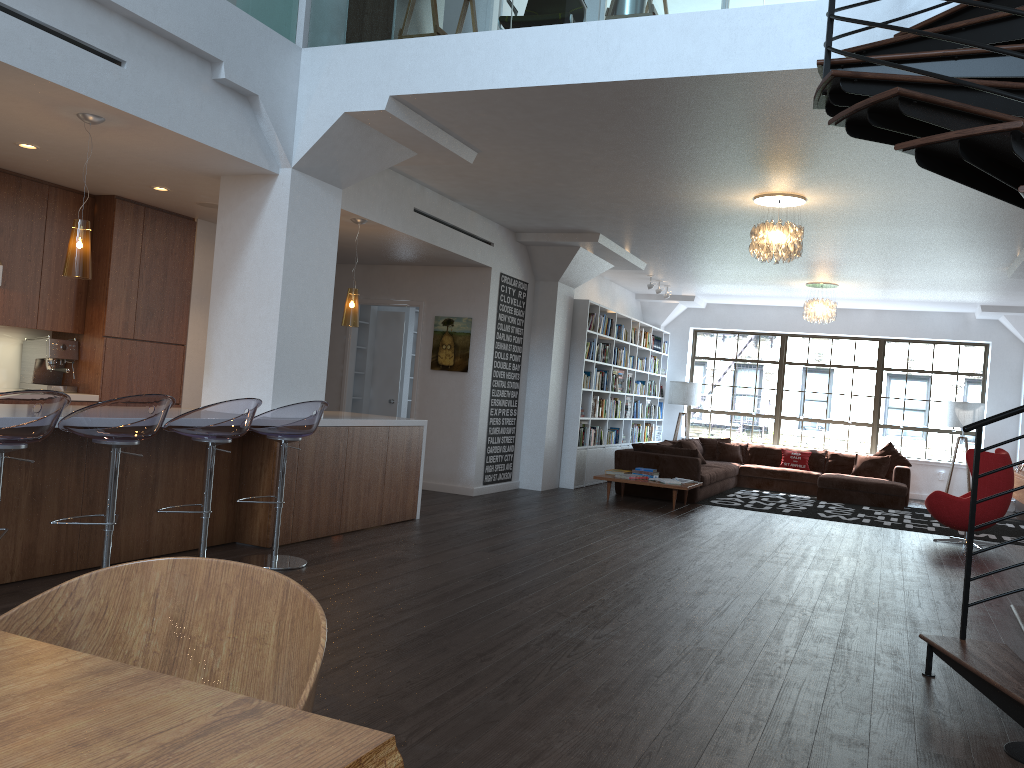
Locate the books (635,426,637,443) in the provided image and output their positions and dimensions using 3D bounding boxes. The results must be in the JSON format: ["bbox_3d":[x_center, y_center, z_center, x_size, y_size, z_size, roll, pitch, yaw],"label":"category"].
[{"bbox_3d":[1.868,0.786,13.937,0.183,0.253,0.034,5,-1,23],"label":"books"}]

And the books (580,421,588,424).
[{"bbox_3d":[0.850,0.494,11.509,0.223,0.027,0.161,4,-1,33],"label":"books"}]

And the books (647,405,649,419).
[{"bbox_3d":[2.151,0.450,14.516,0.161,0.223,0.030,5,-1,23],"label":"books"}]

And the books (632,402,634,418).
[{"bbox_3d":[1.786,0.396,13.668,0.182,0.255,0.077,5,-1,23],"label":"books"}]

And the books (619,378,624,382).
[{"bbox_3d":[1.526,-0.063,13.032,0.183,0.042,0.253,5,-1,23],"label":"books"}]

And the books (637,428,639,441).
[{"bbox_3d":[1.916,0.806,14.046,0.161,0.223,0.027,5,-1,23],"label":"books"}]

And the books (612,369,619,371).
[{"bbox_3d":[1.394,-0.205,12.645,0.223,0.027,0.161,4,-1,33],"label":"books"}]

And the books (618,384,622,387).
[{"bbox_3d":[1.495,0.021,13.031,0.180,0.042,0.259,5,-1,23],"label":"books"}]

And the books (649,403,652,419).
[{"bbox_3d":[2.231,0.444,14.726,0.183,0.253,0.042,5,-1,23],"label":"books"}]

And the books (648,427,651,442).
[{"bbox_3d":[2.197,0.823,14.721,0.189,0.247,0.057,5,-1,23],"label":"books"}]

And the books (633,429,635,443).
[{"bbox_3d":[1.830,0.783,13.835,0.160,0.250,0.026,5,-1,23],"label":"books"}]

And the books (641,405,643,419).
[{"bbox_3d":[2.010,0.437,14.191,0.161,0.222,0.084,5,-1,23],"label":"books"}]

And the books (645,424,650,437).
[{"bbox_3d":[2.163,0.801,14.670,0.198,0.284,0.066,5,-1,23],"label":"books"}]

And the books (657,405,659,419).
[{"bbox_3d":[2.419,0.473,15.139,0.172,0.235,0.112,5,-1,23],"label":"books"}]

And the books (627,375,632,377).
[{"bbox_3d":[1.674,-0.128,13.349,0.223,0.031,0.161,5,-1,23],"label":"books"}]

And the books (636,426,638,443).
[{"bbox_3d":[1.884,0.788,13.966,0.183,0.253,0.034,5,-1,23],"label":"books"}]

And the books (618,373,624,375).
[{"bbox_3d":[1.542,-0.153,13.052,0.144,0.024,0.208,4,-1,28],"label":"books"}]

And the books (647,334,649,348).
[{"bbox_3d":[2.089,-0.692,14.211,0.174,0.240,0.045,5,-1,23],"label":"books"}]

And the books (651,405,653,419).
[{"bbox_3d":[2.260,0.462,14.784,0.161,0.223,0.032,5,-1,23],"label":"books"}]

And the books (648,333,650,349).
[{"bbox_3d":[2.125,-0.696,14.265,0.183,0.253,0.034,5,-1,23],"label":"books"}]

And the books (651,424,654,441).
[{"bbox_3d":[2.301,0.812,14.971,0.176,0.290,0.053,5,-1,23],"label":"books"}]

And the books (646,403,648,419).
[{"bbox_3d":[2.121,0.432,14.453,0.174,0.251,0.051,5,-1,23],"label":"books"}]

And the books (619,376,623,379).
[{"bbox_3d":[1.525,-0.099,13.041,0.161,0.033,0.223,5,-1,23],"label":"books"}]

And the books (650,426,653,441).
[{"bbox_3d":[2.269,0.831,14.893,0.171,0.246,0.057,5,-1,23],"label":"books"}]

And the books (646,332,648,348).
[{"bbox_3d":[2.072,-0.701,14.140,0.183,0.253,0.034,5,-1,23],"label":"books"}]

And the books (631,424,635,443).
[{"bbox_3d":[1.800,0.763,13.799,0.198,0.284,0.066,5,-1,23],"label":"books"}]

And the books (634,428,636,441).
[{"bbox_3d":[1.841,0.798,13.857,0.161,0.223,0.026,5,-1,23],"label":"books"}]

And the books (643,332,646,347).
[{"bbox_3d":[2.024,-0.702,14.034,0.171,0.246,0.057,5,-1,23],"label":"books"}]

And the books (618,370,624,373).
[{"bbox_3d":[1.550,-0.186,13.047,0.129,0.043,0.185,4,-1,38],"label":"books"}]

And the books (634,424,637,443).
[{"bbox_3d":[1.851,0.766,13.897,0.176,0.290,0.053,5,-1,23],"label":"books"}]

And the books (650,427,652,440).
[{"bbox_3d":[2.248,0.832,14.852,0.159,0.241,0.038,5,-1,23],"label":"books"}]

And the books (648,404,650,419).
[{"bbox_3d":[2.183,0.442,14.615,0.171,0.246,0.036,5,-1,23],"label":"books"}]

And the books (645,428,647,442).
[{"bbox_3d":[2.107,0.810,14.510,0.183,0.253,0.036,5,-1,23],"label":"books"}]

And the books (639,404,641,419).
[{"bbox_3d":[1.958,0.421,14.076,0.174,0.242,0.105,5,-1,23],"label":"books"}]

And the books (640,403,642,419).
[{"bbox_3d":[1.976,0.419,14.126,0.170,0.251,0.118,5,-1,23],"label":"books"}]

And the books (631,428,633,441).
[{"bbox_3d":[1.776,0.791,13.717,0.161,0.223,0.026,5,-1,23],"label":"books"}]

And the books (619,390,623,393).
[{"bbox_3d":[1.516,0.102,13.025,0.171,0.039,0.246,5,-1,23],"label":"books"}]

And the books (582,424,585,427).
[{"bbox_3d":[0.848,0.531,11.532,0.174,0.045,0.240,5,-1,13],"label":"books"}]

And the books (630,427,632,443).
[{"bbox_3d":[1.753,0.781,13.689,0.174,0.240,0.045,5,-1,23],"label":"books"}]

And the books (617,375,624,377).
[{"bbox_3d":[1.524,-0.128,13.069,0.223,0.027,0.161,5,-1,13],"label":"books"}]

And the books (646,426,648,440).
[{"bbox_3d":[2.139,0.815,14.581,0.160,0.250,0.027,5,-1,23],"label":"books"}]

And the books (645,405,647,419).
[{"bbox_3d":[2.103,0.445,14.416,0.161,0.223,0.030,5,-1,23],"label":"books"}]

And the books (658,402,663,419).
[{"bbox_3d":[2.515,0.455,15.373,0.176,0.290,0.053,5,-1,23],"label":"books"}]

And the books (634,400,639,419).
[{"bbox_3d":[1.892,0.391,13.942,0.197,0.290,0.136,5,-1,23],"label":"books"}]

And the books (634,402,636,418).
[{"bbox_3d":[1.837,0.402,13.800,0.182,0.255,0.077,5,-1,23],"label":"books"}]

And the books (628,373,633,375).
[{"bbox_3d":[1.679,-0.157,13.357,0.224,0.030,0.161,4,-1,33],"label":"books"}]

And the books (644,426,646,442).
[{"bbox_3d":[2.079,0.808,14.444,0.183,0.253,0.036,5,-1,23],"label":"books"}]

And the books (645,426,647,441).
[{"bbox_3d":[2.097,0.809,14.475,0.183,0.253,0.037,5,-1,23],"label":"books"}]

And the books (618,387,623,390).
[{"bbox_3d":[1.516,0.063,13.025,0.160,0.039,0.251,4,-1,28],"label":"books"}]

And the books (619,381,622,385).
[{"bbox_3d":[1.517,-0.021,13.039,0.168,0.045,0.231,5,-1,18],"label":"books"}]

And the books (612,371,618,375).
[{"bbox_3d":[1.393,-0.168,12.669,0.174,0.045,0.240,5,-1,23],"label":"books"}]

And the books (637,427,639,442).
[{"bbox_3d":[1.923,0.799,14.082,0.174,0.240,0.045,5,-1,23],"label":"books"}]

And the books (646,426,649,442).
[{"bbox_3d":[2.154,0.815,14.609,0.183,0.253,0.037,5,-1,23],"label":"books"}]

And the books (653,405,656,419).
[{"bbox_3d":[2.317,0.466,14.932,0.168,0.228,0.139,5,-1,23],"label":"books"}]

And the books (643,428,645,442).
[{"bbox_3d":[2.060,0.817,14.411,0.168,0.231,0.040,5,-1,23],"label":"books"}]

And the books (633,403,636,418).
[{"bbox_3d":[1.827,0.406,13.761,0.174,0.243,0.085,5,-1,23],"label":"books"}]

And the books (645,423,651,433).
[{"bbox_3d":[2.235,0.801,14.761,0.140,0.298,0.044,5,-1,23],"label":"books"}]

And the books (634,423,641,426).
[{"bbox_3d":[1.956,0.777,14.149,0.176,0.290,0.036,5,-1,23],"label":"books"}]

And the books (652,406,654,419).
[{"bbox_3d":[2.288,0.473,14.849,0.161,0.221,0.035,5,-1,23],"label":"books"}]
